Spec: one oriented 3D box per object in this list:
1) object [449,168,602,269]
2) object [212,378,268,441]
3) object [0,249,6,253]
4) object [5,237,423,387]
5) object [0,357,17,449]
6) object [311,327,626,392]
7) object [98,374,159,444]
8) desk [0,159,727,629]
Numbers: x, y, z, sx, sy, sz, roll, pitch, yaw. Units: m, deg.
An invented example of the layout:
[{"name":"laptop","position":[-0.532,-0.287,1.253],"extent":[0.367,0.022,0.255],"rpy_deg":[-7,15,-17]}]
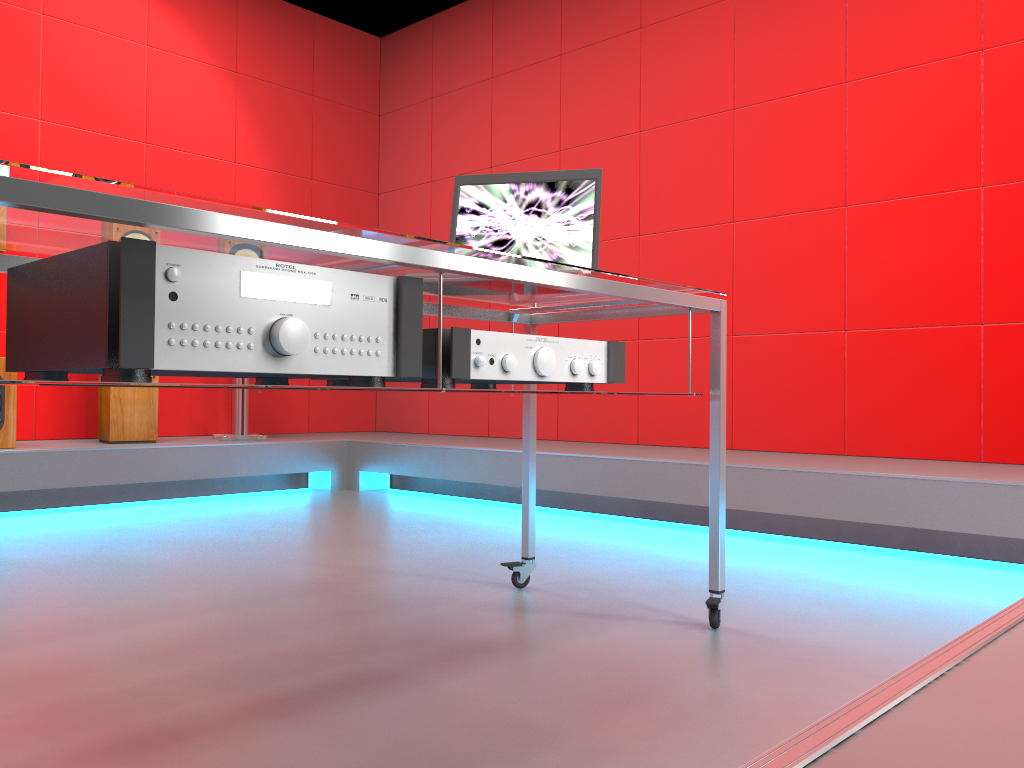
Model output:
[{"name":"object","position":[-0.003,-0.336,1.827],"extent":[0.342,0.285,0.340],"rpy_deg":[0,-1,13]},{"name":"object","position":[-1.350,-0.253,4.424],"extent":[0.231,1.058,0.265],"rpy_deg":[1,-1,-27]},{"name":"object","position":[-2.438,-0.712,3.735],"extent":[0.235,0.271,0.493],"rpy_deg":[0,-1,43]},{"name":"object","position":[-0.406,-0.076,1.238],"extent":[0.371,0.158,0.431],"rpy_deg":[0,-1,43]},{"name":"object","position":[-2.209,0.073,3.500],"extent":[0.360,0.360,0.360],"rpy_deg":[0,-1,43]},{"name":"object","position":[-0.073,-0.034,1.599],"extent":[0.365,0.092,0.435],"rpy_deg":[0,-1,43]},{"name":"object","position":[-1.742,-0.260,4.039],"extent":[0.203,1.052,0.238],"rpy_deg":[1,-1,-37]},{"name":"desk","position":[-0.304,0.142,1.441],"extent":[0.594,0.690,1.617],"rpy_deg":[0,-1,43]}]
